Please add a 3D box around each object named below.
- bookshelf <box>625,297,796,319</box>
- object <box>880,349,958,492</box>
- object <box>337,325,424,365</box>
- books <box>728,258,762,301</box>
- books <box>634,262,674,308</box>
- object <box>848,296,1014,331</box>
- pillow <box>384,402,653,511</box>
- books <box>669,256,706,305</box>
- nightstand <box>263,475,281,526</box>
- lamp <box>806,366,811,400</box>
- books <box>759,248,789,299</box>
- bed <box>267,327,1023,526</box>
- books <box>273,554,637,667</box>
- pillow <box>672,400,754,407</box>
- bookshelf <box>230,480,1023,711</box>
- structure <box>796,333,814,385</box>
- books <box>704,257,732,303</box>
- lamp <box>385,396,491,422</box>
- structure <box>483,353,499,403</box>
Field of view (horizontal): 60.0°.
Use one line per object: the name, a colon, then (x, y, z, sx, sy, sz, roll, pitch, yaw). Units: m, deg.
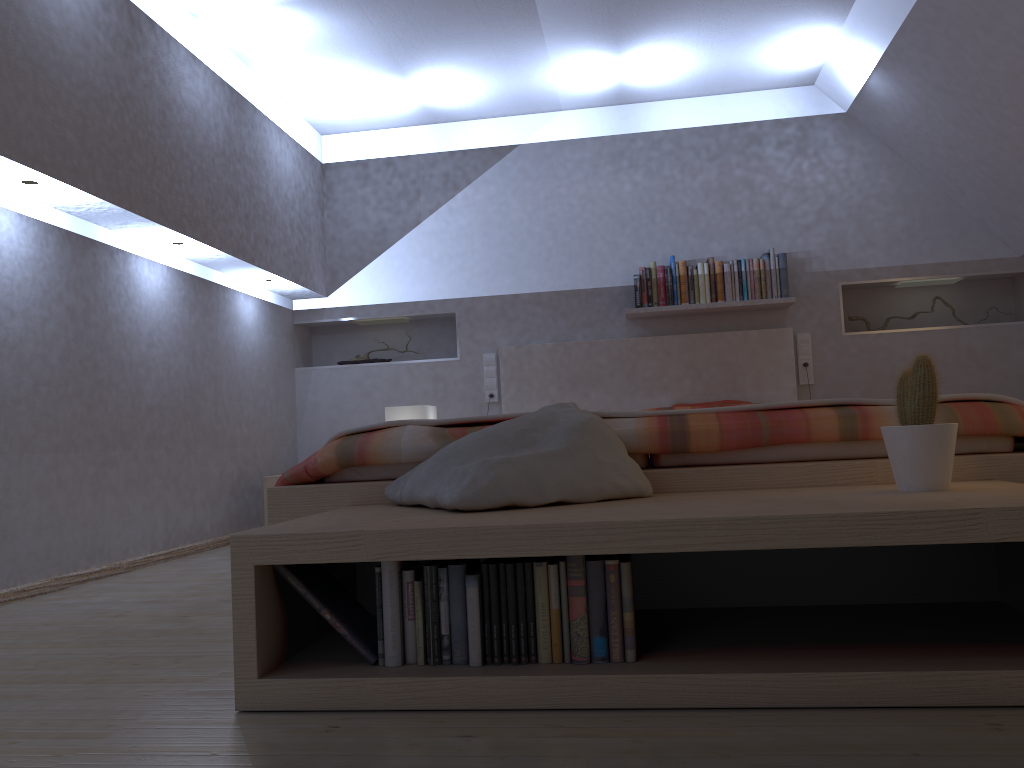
bookshelf: (1.095, -0.423, 4.962, 0.916, 0.028, 0.223, -3, -4, 8)
object: (0.825, 0.076, 1.800, 0.144, 0.294, 0.144, -5, -4, 33)
object: (-0.801, -0.241, 5.496, 0.589, 0.242, 0.183, -3, -4, 7)
books: (1.294, -0.565, 4.945, 0.159, 0.231, 0.200, -3, -4, 8)
books: (0.796, -0.551, 5.010, 0.209, 0.260, 0.215, -3, -4, 8)
object: (2.387, -0.401, 5.031, 0.905, 0.193, 0.085, -3, -4, 8)
pillow: (0.006, 0.160, 2.066, 0.498, 0.241, 0.470, -1, -4, -27)
books: (0.988, -0.572, 4.991, 0.178, 0.281, 0.200, -3, -4, 8)
nightstand: (-0.748, 0.625, 4.756, 0.859, 0.329, 0.847, -3, -4, 8)
lamp: (1.808, 0.194, 3.660, 0.396, 0.788, 2.551, -3, -4, -1)
books: (1.443, -0.599, 4.925, 0.145, 0.281, 0.200, -3, -4, 8)
bed: (0.548, 0.151, 3.582, 2.087, 0.994, 3.009, -3, -4, 8)
books: (-0.105, 0.404, 1.634, 0.652, 0.193, 0.157, -3, -4, 8)
pillow: (1.134, 0.171, 4.686, 0.566, 0.188, 0.497, -3, -4, 9)
bookshelf: (0.298, 0.390, 1.757, 1.495, 0.303, 0.643, -3, -4, 8)
structure: (1.643, -0.140, 4.976, 0.077, 0.286, 0.034, -3, -4, 8)
books: (1.145, -0.571, 4.963, 0.140, 0.260, 0.209, -3, -4, 8)
lamp: (-0.439, 0.330, 5.002, 0.318, 0.515, 0.684, -6, -5, 37)
structure: (-0.124, -0.036, 5.230, 0.077, 0.286, 0.034, -3, -4, 8)
